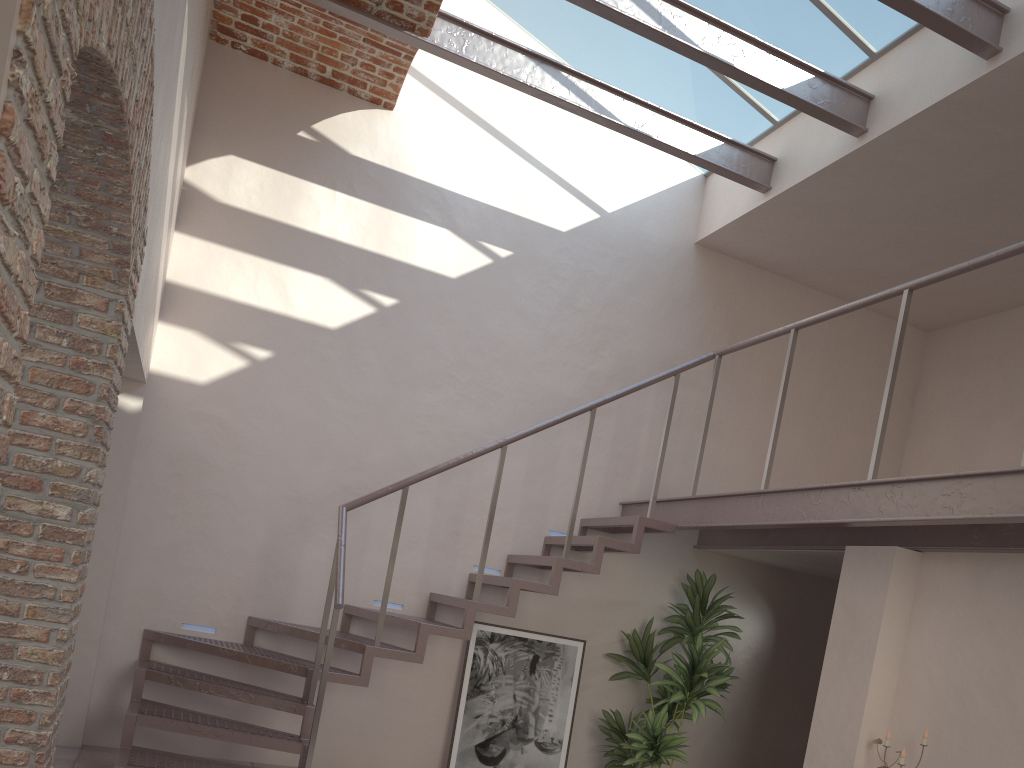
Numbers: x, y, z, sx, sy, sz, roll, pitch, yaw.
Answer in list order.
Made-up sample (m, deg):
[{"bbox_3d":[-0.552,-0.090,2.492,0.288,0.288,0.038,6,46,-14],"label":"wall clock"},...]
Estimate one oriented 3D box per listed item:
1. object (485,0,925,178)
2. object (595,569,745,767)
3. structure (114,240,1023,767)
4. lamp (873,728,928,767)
[{"bbox_3d":[1.203,-2.559,4.276,2.417,0.664,4.500,15,-14,-18],"label":"object"},{"bbox_3d":[1.143,2.206,6.464,0.971,1.852,1.087,11,-3,-2],"label":"object"},{"bbox_3d":[0.815,0.626,3.068,3.908,3.160,7.121,13,-11,-19],"label":"structure"},{"bbox_3d":[1.910,2.287,4.665,0.232,1.118,0.344,11,0,14],"label":"lamp"}]
